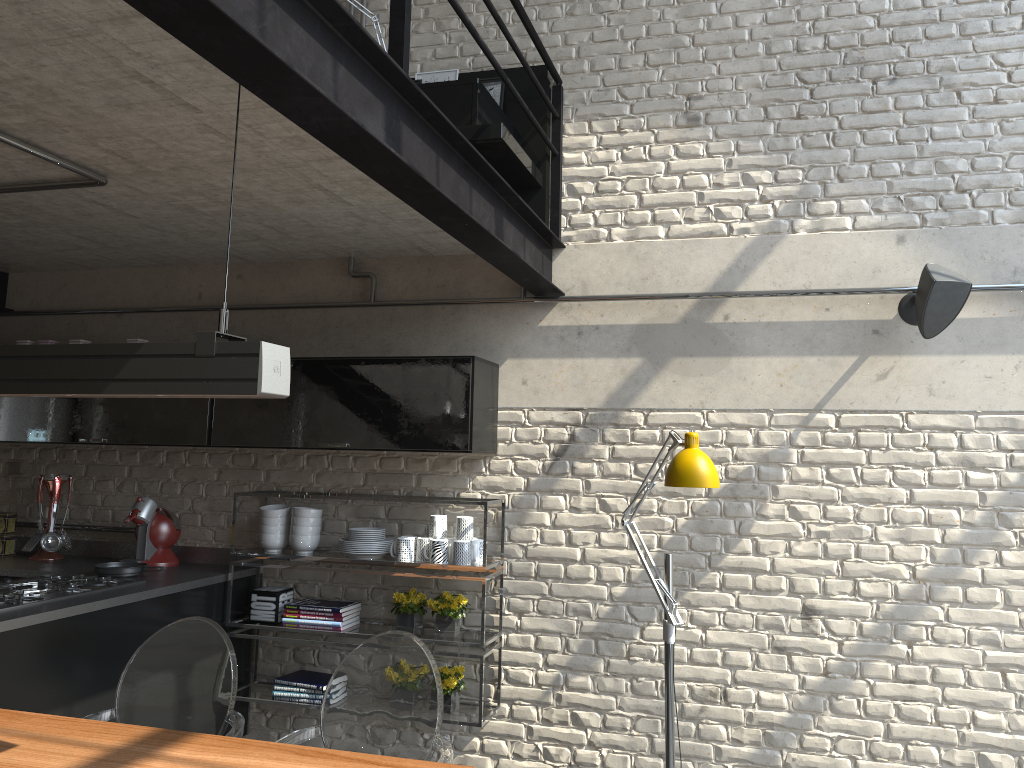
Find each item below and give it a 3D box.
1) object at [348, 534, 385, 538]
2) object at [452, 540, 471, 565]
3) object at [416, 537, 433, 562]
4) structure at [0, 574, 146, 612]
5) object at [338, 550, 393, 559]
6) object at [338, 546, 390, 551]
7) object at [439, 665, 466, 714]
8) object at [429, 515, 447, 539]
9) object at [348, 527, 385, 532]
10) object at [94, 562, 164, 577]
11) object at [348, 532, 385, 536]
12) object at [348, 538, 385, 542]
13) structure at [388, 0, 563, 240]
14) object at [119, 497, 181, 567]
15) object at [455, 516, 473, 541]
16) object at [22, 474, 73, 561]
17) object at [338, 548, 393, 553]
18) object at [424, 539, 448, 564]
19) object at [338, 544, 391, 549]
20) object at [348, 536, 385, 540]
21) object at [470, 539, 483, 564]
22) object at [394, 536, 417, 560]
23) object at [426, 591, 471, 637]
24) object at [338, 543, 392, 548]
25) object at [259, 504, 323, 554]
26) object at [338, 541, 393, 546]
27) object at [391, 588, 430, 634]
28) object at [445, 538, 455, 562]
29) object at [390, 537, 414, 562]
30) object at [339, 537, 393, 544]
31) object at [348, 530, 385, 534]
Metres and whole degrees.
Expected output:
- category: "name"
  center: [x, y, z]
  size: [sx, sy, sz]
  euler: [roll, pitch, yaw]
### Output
- category: "object"
  center: [-0.675, 0.712, 4.104]
  size: [0.170, 0.030, 0.169]
  euler: [0, -5, 20]
- category: "object"
  center: [-0.222, 0.745, 3.914]
  size: [0.083, 0.101, 0.107]
  euler: [1, -6, 5]
- category: "object"
  center: [-0.390, 0.749, 4.018]
  size: [0.083, 0.101, 0.107]
  euler: [1, -6, 5]
- category: "structure"
  center: [-1.922, 0.812, 3.497]
  size: [0.501, 0.026, 0.806]
  euler: [0, -5, 16]
- category: "object"
  center: [-0.677, 0.784, 4.093]
  size: [0.251, 0.031, 0.250]
  euler: [3, -5, -16]
- category: "object"
  center: [-0.677, 0.768, 4.096]
  size: [0.251, 0.031, 0.250]
  euler: [3, -5, -16]
- category: "object"
  center: [-0.288, 1.343, 3.924]
  size: [0.182, 0.193, 0.174]
  euler: [-4, -8, 38]
- category: "object"
  center: [-0.342, 0.650, 4.027]
  size: [0.083, 0.101, 0.108]
  euler: [-3, -7, 30]
- category: "object"
  center: [-0.674, 0.686, 4.108]
  size: [0.170, 0.030, 0.169]
  euler: [0, -5, 20]
- category: "object"
  center: [-1.746, 0.841, 3.990]
  size: [0.310, 0.050, 0.226]
  euler: [-3, -7, 44]
- category: "object"
  center: [-0.674, 0.704, 4.105]
  size: [0.170, 0.030, 0.169]
  euler: [0, -5, 20]
- category: "object"
  center: [-0.675, 0.730, 4.101]
  size: [0.170, 0.030, 0.169]
  euler: [0, -5, 20]
- category: "structure"
  center: [-2.033, -0.026, 2.315]
  size: [3.786, 3.368, 4.749]
  euler: [0, -6, 16]
- category: "object"
  center: [-1.767, 0.725, 4.356]
  size: [0.220, 0.344, 0.347]
  euler: [1, -6, 0]
- category: "object"
  center: [-0.213, 0.650, 3.990]
  size: [0.083, 0.101, 0.107]
  euler: [1, -6, 5]
- category: "object"
  center: [-2.375, 0.684, 4.554]
  size: [0.202, 0.430, 0.209]
  euler: [-3, -9, 30]
- category: "object"
  center: [-0.677, 0.776, 4.095]
  size: [0.251, 0.031, 0.250]
  euler: [3, -5, -16]
- category: "object"
  center: [-0.332, 0.745, 3.946]
  size: [0.082, 0.101, 0.108]
  euler: [7, -8, -40]
- category: "object"
  center: [-0.677, 0.760, 4.097]
  size: [0.251, 0.031, 0.250]
  euler: [3, -5, -16]
- category: "object"
  center: [-0.675, 0.721, 4.103]
  size: [0.170, 0.030, 0.169]
  euler: [0, -5, 20]
- category: "object"
  center: [-0.170, 0.750, 3.965]
  size: [0.083, 0.101, 0.108]
  euler: [-3, -7, 30]
- category: "object"
  center: [-0.484, 0.752, 4.073]
  size: [0.082, 0.101, 0.108]
  euler: [7, -8, -40]
- category: "object"
  center: [-0.281, 1.024, 3.964]
  size: [0.175, 0.193, 0.181]
  euler: [-2, -7, 28]
- category: "object"
  center: [-0.677, 0.752, 4.098]
  size: [0.251, 0.031, 0.250]
  euler: [3, -5, -16]
- category: "object"
  center: [-1.061, 0.692, 4.231]
  size: [0.309, 0.218, 0.149]
  euler: [0, -7, 13]
- category: "object"
  center: [-0.676, 0.744, 4.099]
  size: [0.251, 0.031, 0.250]
  euler: [3, -5, -16]
- category: "object"
  center: [-0.464, 1.024, 4.014]
  size: [0.182, 0.193, 0.174]
  euler: [-4, -8, 38]
- category: "object"
  center: [-0.278, 0.751, 4.001]
  size: [0.083, 0.101, 0.108]
  euler: [-3, -7, 30]
- category: "object"
  center: [-0.488, 0.745, 3.990]
  size: [0.082, 0.101, 0.108]
  euler: [7, -8, -40]
- category: "object"
  center: [-0.676, 0.736, 4.100]
  size: [0.251, 0.031, 0.250]
  euler: [3, -5, -16]
- category: "object"
  center: [-0.674, 0.695, 4.106]
  size: [0.170, 0.030, 0.169]
  euler: [0, -5, 20]
